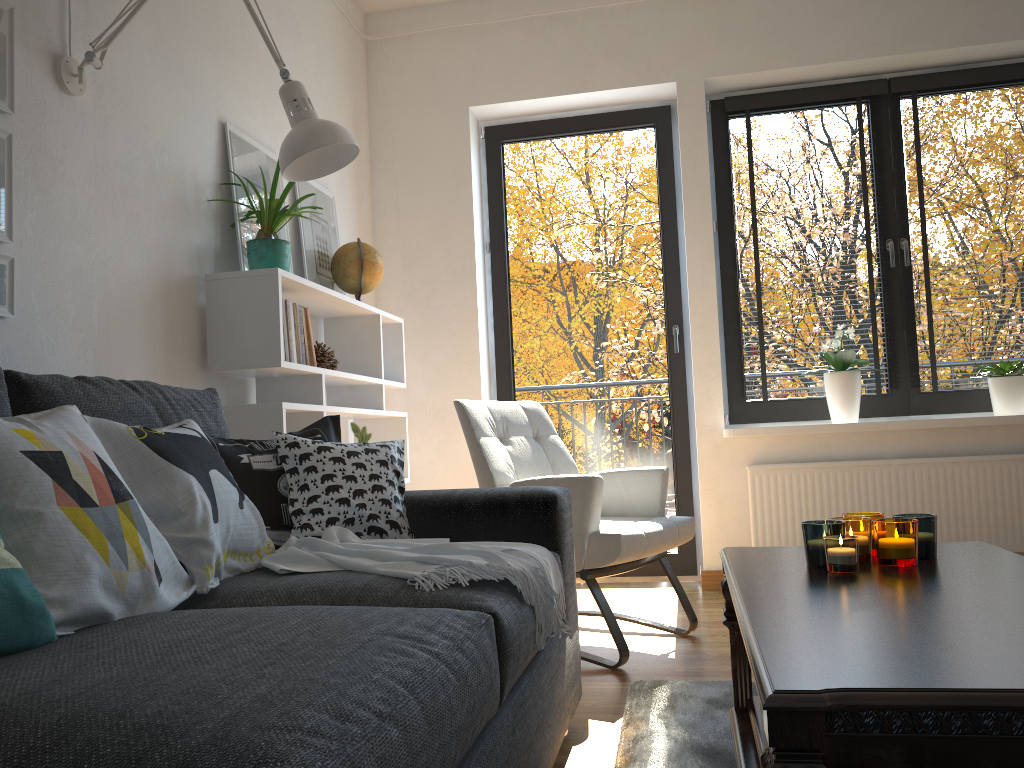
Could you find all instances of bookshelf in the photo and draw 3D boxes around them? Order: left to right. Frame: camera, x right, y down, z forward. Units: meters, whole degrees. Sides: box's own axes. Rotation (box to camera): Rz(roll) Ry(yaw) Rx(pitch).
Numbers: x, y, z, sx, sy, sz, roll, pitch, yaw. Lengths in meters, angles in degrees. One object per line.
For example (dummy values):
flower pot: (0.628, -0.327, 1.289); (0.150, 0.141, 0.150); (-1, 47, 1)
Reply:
bookshelf: (-0.667, 0.294, 3.202); (0.237, 1.199, 1.190); (-3, -3, 11)

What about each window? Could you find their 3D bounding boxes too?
window: (4.727, 2.190, 15.279); (12.980, 18.356, 21.833); (-6, -5, 41)

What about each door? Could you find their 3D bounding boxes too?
door: (0.364, -0.196, 4.243); (0.976, 2.273, 0.120); (-3, -3, 11)

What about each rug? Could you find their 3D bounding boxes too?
rug: (0.682, 0.732, 1.447); (1.052, 0.034, 1.814); (-3, -4, 10)

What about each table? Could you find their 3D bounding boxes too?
table: (0.642, 0.523, 1.375); (0.570, 0.408, 1.180); (-3, -4, 11)

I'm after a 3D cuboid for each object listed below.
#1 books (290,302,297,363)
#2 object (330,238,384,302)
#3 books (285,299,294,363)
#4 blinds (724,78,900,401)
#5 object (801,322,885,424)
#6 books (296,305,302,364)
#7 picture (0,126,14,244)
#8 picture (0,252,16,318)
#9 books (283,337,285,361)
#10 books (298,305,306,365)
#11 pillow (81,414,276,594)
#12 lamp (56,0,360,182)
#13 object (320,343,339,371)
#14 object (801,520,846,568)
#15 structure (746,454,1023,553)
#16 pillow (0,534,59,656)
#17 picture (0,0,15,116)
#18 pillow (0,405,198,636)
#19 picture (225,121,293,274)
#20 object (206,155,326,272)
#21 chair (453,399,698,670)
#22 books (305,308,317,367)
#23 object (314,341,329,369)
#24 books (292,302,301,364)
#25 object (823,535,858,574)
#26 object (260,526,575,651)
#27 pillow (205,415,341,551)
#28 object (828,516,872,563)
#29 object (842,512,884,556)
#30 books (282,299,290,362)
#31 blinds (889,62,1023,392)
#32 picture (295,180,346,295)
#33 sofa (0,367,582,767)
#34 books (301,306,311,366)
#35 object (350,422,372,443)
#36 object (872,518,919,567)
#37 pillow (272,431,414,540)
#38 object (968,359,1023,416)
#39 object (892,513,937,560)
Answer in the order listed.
books: (-0.758, -0.154, 2.824); (0.135, 0.208, 0.048); (-3, -3, 11)
object: (-0.630, -0.435, 3.620); (0.216, 0.305, 0.217); (-4, -4, 28)
books: (-0.758, -0.157, 2.795); (0.133, 0.210, 0.044); (-3, -3, 12)
blinds: (1.370, -0.645, 4.025); (0.710, 1.421, 0.049); (-3, -3, 11)
object: (1.434, -0.053, 3.808); (0.286, 0.443, 0.340); (-3, -3, -1)
books: (-0.749, -0.149, 2.873); (0.131, 0.204, 0.035); (-3, -3, 11)
picture: (-1.109, -0.430, 1.850); (0.021, 0.248, 0.166); (-3, -3, 11)
picture: (-1.164, -0.233, 1.510); (0.021, 0.136, 0.837); (-3, -4, 11)
books: (-0.771, -0.160, 2.747); (0.129, 0.209, 0.035); (-3, -3, 11)
books: (-0.745, -0.151, 2.895); (0.133, 0.208, 0.044); (-3, -3, 12)
pillow: (-0.600, 0.215, 1.665); (0.266, 0.318, 0.382); (-3, -4, 11)
lamp: (-0.735, -0.829, 2.197); (0.698, 0.669, 0.200); (-3, -3, 2)
object: (-0.685, -0.086, 3.247); (0.096, 0.125, 0.101); (-4, -4, 26)
object: (0.585, 0.299, 1.659); (0.079, 0.081, 0.079); (-3, -3, 6)
structure: (1.737, 0.537, 3.683); (1.457, 0.459, 0.078); (-3, -3, 10)
pillow: (-0.739, 0.165, 0.985); (0.273, 0.340, 0.414); (-3, -4, 10)
picture: (-1.142, -0.723, 1.766); (0.021, 0.248, 0.390); (-3, -4, 11)
pillow: (-0.673, 0.201, 1.329); (0.285, 0.368, 0.437); (-3, -4, 11)
picture: (-0.862, -0.577, 3.048); (0.059, 0.532, 0.390); (-3, -3, 11)
object: (-0.788, -0.512, 2.856); (0.387, 0.371, 0.424); (-3, -3, -2)
chair: (0.196, 0.450, 2.985); (0.685, 0.831, 0.545); (-5, -4, 36)
books: (-0.728, -0.146, 2.962); (0.132, 0.204, 0.070); (-3, -3, 12)
object: (-0.703, -0.092, 3.169); (0.102, 0.127, 0.095); (0, -4, -33)
books: (-0.752, -0.153, 2.851); (0.133, 0.209, 0.044); (-3, -3, 11)
object: (0.588, 0.304, 1.581); (0.060, 0.061, 0.060); (-4, -4, 16)
object: (-0.200, 0.385, 1.658); (0.606, 0.212, 0.488); (-3, -4, 7)
pillow: (-0.556, 0.249, 2.009); (0.234, 0.358, 0.449); (-5, -4, 37)
object: (0.651, 0.299, 1.701); (0.079, 0.081, 0.079); (-3, -3, 6)
object: (0.708, 0.301, 1.782); (0.079, 0.081, 0.079); (-3, -3, 6)
books: (-0.768, -0.157, 2.770); (0.136, 0.209, 0.044); (-3, -3, 11)
blinds: (2.078, -0.687, 3.887); (0.710, 1.421, 0.049); (-3, -3, 11)
picture: (-0.763, -0.548, 3.547); (0.059, 0.532, 0.390); (-3, -3, 11)
sofa: (-0.072, 0.322, 1.003); (2.163, 0.847, 2.510); (-3, -4, 11)
books: (-0.738, -0.149, 2.931); (0.128, 0.211, 0.061); (-3, -3, 12)
object: (-0.587, 0.270, 3.519); (0.098, 0.236, 0.097); (-3, -3, -2)
object: (0.708, 0.291, 1.634); (0.079, 0.081, 0.079); (-3, -3, 6)
pillow: (-0.368, 0.257, 2.028); (0.358, 0.312, 0.170); (0, -4, -38)
object: (2.087, 0.015, 3.730); (0.267, 0.237, 0.284); (-2, -4, -7)
object: (0.776, 0.293, 1.703); (0.079, 0.081, 0.079); (-3, -3, 6)
